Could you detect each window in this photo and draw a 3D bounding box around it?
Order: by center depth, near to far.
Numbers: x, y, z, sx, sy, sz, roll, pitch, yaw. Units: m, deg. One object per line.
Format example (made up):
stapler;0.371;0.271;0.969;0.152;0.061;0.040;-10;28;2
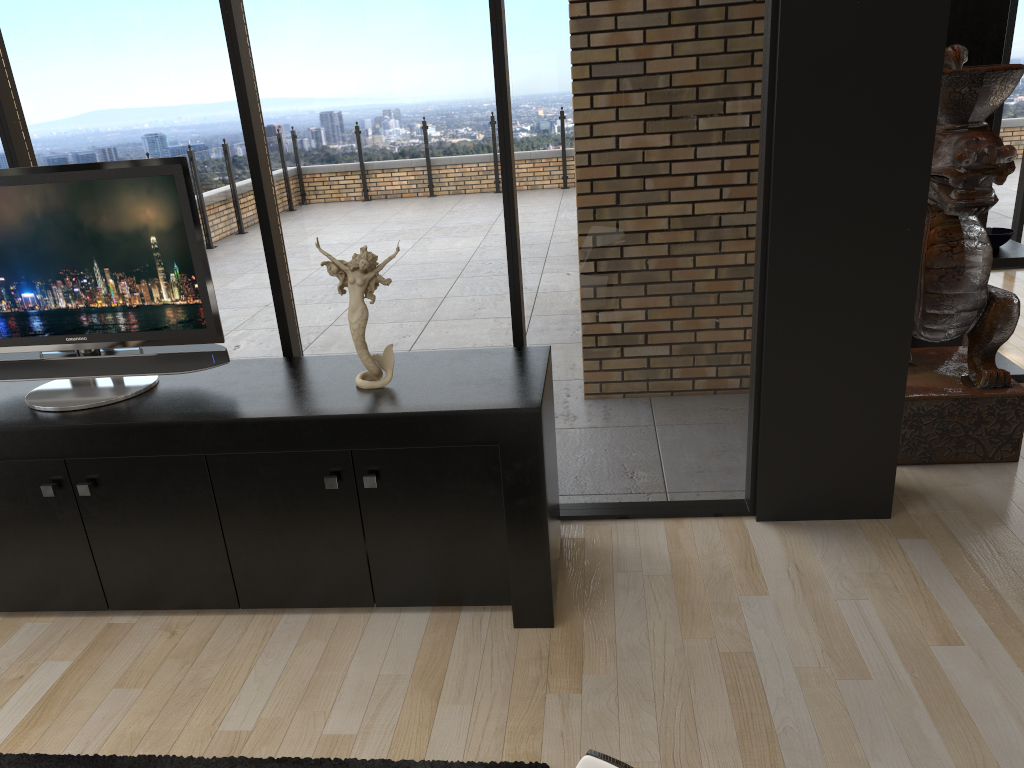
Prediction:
window;1.820;-1.415;1.128;15.867;4.950;9.813;-7;20;-6

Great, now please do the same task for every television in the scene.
television;-1.407;-0.315;2.787;0.930;0.735;0.396;5;24;23

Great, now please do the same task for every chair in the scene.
chair;-0.025;0.988;1.117;0.684;0.697;0.779;-2;21;6

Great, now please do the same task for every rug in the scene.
rug;-1.540;1.411;1.276;3.034;0.012;2.401;-2;19;7

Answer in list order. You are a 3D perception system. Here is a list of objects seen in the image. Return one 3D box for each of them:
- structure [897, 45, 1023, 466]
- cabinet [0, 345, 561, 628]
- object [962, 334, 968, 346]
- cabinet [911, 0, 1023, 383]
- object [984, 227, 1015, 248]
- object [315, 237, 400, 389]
structure;1.809;-0.537;3.670;0.517;1.647;0.706;-2;22;6
cabinet;-1.376;0.377;3.072;3.040;0.766;0.600;-2;22;6
object;2.460;-0.398;4.717;0.221;0.511;0.216;10;26;31
cabinet;2.075;-1.708;5.175;1.186;2.832;2.574;-1;21;7
object;2.422;-0.871;4.506;0.213;0.323;0.361;-2;21;5
object;-0.453;-0.215;2.693;0.257;0.474;0.102;-2;23;7
